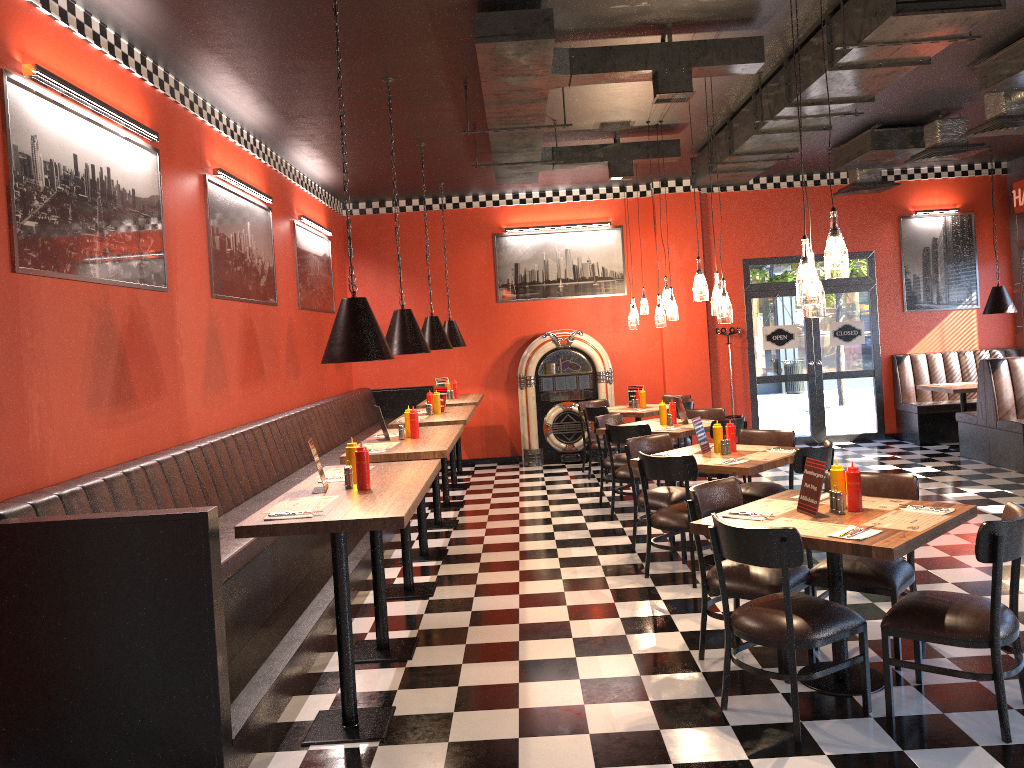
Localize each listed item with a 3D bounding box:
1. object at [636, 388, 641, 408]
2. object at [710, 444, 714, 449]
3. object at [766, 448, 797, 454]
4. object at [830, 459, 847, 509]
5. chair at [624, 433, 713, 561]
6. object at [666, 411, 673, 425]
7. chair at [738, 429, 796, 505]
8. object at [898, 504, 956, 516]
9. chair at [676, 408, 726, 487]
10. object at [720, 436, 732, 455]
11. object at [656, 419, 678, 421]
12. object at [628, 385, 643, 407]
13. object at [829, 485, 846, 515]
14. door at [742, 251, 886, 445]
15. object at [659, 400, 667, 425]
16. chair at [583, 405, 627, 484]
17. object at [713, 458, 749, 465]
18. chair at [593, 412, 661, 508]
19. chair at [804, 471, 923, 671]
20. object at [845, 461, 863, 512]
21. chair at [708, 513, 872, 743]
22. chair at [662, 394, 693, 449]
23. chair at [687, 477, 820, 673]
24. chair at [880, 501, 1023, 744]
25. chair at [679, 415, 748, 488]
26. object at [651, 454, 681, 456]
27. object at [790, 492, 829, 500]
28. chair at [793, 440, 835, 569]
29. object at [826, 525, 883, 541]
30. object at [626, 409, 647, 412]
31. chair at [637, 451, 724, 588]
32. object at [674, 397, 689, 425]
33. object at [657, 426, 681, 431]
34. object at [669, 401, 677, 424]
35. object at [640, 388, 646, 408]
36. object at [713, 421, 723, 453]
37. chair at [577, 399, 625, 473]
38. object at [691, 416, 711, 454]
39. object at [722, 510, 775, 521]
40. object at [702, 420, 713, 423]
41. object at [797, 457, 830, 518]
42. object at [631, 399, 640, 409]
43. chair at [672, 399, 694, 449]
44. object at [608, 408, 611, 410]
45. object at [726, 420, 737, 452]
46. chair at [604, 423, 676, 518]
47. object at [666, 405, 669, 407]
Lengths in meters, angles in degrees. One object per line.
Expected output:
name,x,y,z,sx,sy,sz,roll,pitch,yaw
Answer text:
object,1.514,0.162,10.566,0.068,0.238,0.068,-4,1,-2
object,1.558,0.471,6.719,0.157,0.019,0.255,-1,4,38
object,1.910,0.471,6.301,0.255,0.019,0.158,-1,4,45
object,1.584,0.485,4.303,0.068,0.238,0.068,-3,1,15
chair,1.183,0.840,6.791,0.487,0.867,0.544,-4,1,-35
object,1.503,0.325,8.456,0.047,0.136,0.094,-4,1,-9
chair,1.882,0.799,6.743,0.545,0.867,0.486,-5,2,-44
object,1.922,0.583,4.147,0.158,0.019,0.255,-6,4,-40
chair,1.872,0.692,8.799,0.486,0.867,0.545,-3,1,24
object,1.525,0.435,6.326,0.094,0.136,0.046,-5,1,-39
object,1.539,0.358,8.888,0.255,0.019,0.157,-6,4,-44
object,1.492,0.148,10.669,0.188,0.257,0.072,-3,1,11
object,1.537,0.546,4.197,0.047,0.136,0.094,-4,1,-9
door,4.108,-0.471,12.049,1.800,2.571,0.128,-4,0,1
object,1.456,0.271,8.545,0.068,0.238,0.068,-3,1,6
chair,1.127,0.665,10.195,0.545,0.867,0.486,-4,1,-25
object,1.484,0.516,5.943,0.255,0.019,0.157,-6,4,-42
chair,1.122,0.738,8.811,0.544,0.867,0.487,-3,1,38
chair,1.820,0.917,4.563,0.486,0.867,0.545,-3,1,40
object,1.628,0.487,4.220,0.068,0.238,0.068,-3,1,43
chair,1.179,0.994,3.850,0.545,0.867,0.486,-4,1,-33
chair,1.937,0.579,10.878,0.545,0.867,0.486,-4,1,-35
chair,1.215,0.955,4.554,0.544,0.867,0.487,-3,1,41
chair,1.897,0.955,3.742,0.544,0.867,0.487,-3,1,40
chair,1.860,0.732,8.050,0.487,0.867,0.544,-4,1,-40
object,1.113,0.516,6.381,0.158,0.019,0.255,-6,4,-43
object,1.556,0.581,4.609,0.255,0.019,0.157,-6,4,-43
chair,1.921,0.834,6.029,0.544,0.867,0.487,-2,1,43
object,1.475,0.629,3.788,0.255,0.019,0.157,-6,4,-41
object,1.438,0.301,10.111,0.255,0.019,0.157,-6,4,-41
chair,1.171,0.880,6.042,0.545,0.867,0.486,-5,1,-41
object,1.627,0.252,8.519,0.072,0.257,0.188,-4,1,-9
object,1.440,0.405,8.106,0.255,0.019,0.157,-6,4,-42
object,1.549,0.265,8.542,0.068,0.238,0.068,-3,1,6
object,1.551,0.164,10.481,0.068,0.238,0.068,-4,1,-2
object,1.494,0.380,6.425,0.068,0.238,0.068,-3,1,6
chair,1.118,0.634,10.801,0.487,0.867,0.544,-4,1,-35
object,1.386,0.373,6.493,0.072,0.257,0.188,-3,1,31
object,1.150,0.626,4.243,0.255,0.019,0.158,-1,4,40
object,1.920,0.356,8.484,0.158,0.019,0.255,-6,4,-41
object,1.424,0.490,4.213,0.072,0.257,0.188,-4,1,-9
object,1.459,0.221,10.496,0.093,0.136,0.047,-4,1,1
chair,1.830,0.623,10.159,0.544,0.867,0.487,-3,1,32
object,1.076,0.300,10.555,0.158,0.019,0.255,-6,4,-42
object,1.588,0.374,6.422,0.068,0.238,0.068,-3,1,6
chair,1.161,0.773,8.098,0.486,0.867,0.545,-3,1,41
object,1.871,0.255,10.461,0.158,0.019,0.255,-6,4,-44
